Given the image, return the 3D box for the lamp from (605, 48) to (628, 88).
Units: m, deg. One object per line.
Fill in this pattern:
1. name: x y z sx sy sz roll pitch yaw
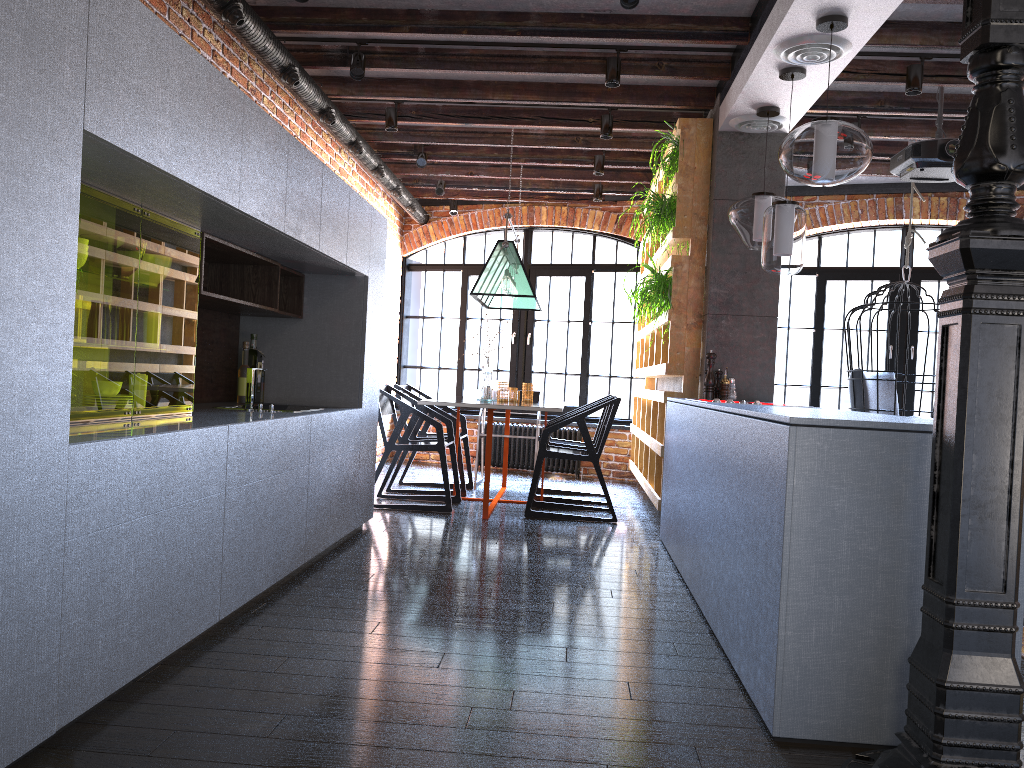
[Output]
1. lamp: 0.561 -1.717 4.807 0.082 0.184 0.116 2 1 -36

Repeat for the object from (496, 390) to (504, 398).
1. object: -0.088 0.086 6.590 0.060 0.073 0.060 3 1 35

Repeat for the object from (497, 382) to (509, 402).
1. object: -0.065 0.055 6.408 0.086 0.140 0.086 3 1 -23

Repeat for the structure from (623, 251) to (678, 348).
1. structure: 0.960 -0.510 5.586 0.422 0.620 0.570 3 1 23

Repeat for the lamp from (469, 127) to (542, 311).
1. lamp: 0.009 -1.233 6.629 0.465 1.267 1.258 3 1 4

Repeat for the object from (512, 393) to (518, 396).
1. object: 0.015 0.090 6.809 0.060 0.073 0.060 3 1 35

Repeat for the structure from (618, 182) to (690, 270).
1. structure: 0.940 -0.990 5.550 0.570 0.620 0.422 3 1 -27

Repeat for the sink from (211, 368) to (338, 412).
1. sink: -1.144 0.071 4.345 0.381 0.287 0.827 3 0 4

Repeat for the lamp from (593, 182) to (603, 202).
1. lamp: 0.774 -1.723 7.885 0.082 0.184 0.112 3 1 -28

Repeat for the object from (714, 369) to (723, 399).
1. object: 1.197 0.003 5.149 0.048 0.180 0.048 3 1 -13

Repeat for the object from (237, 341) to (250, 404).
1. object: -1.388 -0.059 4.605 0.063 0.323 0.063 2 1 -38

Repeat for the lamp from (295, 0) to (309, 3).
1. lamp: -0.914 -1.775 3.884 0.092 0.209 0.139 3 1 -12

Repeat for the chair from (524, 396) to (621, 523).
1. chair: 0.420 0.480 6.028 0.610 0.818 0.495 3 1 4

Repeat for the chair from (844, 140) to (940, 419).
1. chair: 2.745 -0.611 6.303 0.802 2.220 0.682 2 1 -41

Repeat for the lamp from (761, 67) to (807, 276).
1. lamp: 1.295 -0.993 4.174 0.194 0.955 0.198 3 1 34

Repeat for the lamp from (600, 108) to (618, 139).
1. lamp: 0.634 -1.719 5.843 0.082 0.184 0.113 3 1 -29

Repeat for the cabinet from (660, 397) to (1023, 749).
1. cabinet: 1.095 0.518 3.738 0.607 0.844 2.960 3 0 4

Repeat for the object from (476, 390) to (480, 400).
1. object: -0.237 0.079 6.551 0.060 0.073 0.060 3 1 35

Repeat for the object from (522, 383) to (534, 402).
1. object: 0.119 0.063 6.647 0.086 0.140 0.086 3 1 -6

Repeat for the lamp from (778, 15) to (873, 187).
1. lamp: 1.276 -1.136 3.586 0.364 0.665 0.364 3 1 -13

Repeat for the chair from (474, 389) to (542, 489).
1. chair: -0.022 0.449 7.450 0.495 0.818 0.610 3 1 4

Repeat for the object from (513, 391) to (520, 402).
1. object: 0.031 0.090 6.434 0.049 0.080 0.049 3 1 -12

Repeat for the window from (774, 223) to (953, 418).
1. window: 3.425 -0.447 7.782 3.292 2.233 0.177 3 1 21

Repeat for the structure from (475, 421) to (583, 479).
1. structure: 0.161 0.628 8.544 1.115 0.476 0.106 3 1 21

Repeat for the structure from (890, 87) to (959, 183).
1. structure: 2.412 -1.577 5.002 0.409 0.816 0.464 3 1 4

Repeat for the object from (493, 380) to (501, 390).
1. object: -0.115 0.011 6.726 0.060 0.073 0.060 3 1 -19

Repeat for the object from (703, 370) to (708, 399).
1. object: 1.134 0.000 5.139 0.048 0.180 0.048 2 1 -36

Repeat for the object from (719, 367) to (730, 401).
1. object: 1.225 -0.001 5.070 0.081 0.192 0.058 2 1 -45

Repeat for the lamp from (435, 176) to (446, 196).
1. lamp: -0.634 -1.785 7.950 0.093 0.206 0.160 3 1 1

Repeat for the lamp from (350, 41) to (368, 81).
1. lamp: -0.844 -1.776 4.891 0.093 0.210 0.148 3 1 -9

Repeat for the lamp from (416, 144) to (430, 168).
1. lamp: -0.700 -1.785 6.960 0.093 0.201 0.162 3 1 -3

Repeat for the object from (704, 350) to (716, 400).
1. object: 1.132 -0.051 5.066 0.061 0.283 0.061 3 1 18

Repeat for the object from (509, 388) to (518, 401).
1. object: 0.010 0.078 6.547 0.061 0.099 0.061 3 1 42

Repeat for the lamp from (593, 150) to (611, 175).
1. lamp: 0.697 -1.722 6.893 0.124 0.184 0.082 3 1 -12

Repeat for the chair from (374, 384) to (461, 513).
1. chair: -0.661 0.424 6.101 0.610 0.818 0.495 3 1 4

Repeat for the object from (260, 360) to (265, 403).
1. object: -1.367 -0.015 4.816 0.047 0.235 0.047 3 1 -9

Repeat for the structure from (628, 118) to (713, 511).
1. structure: 1.144 -0.417 6.769 0.206 2.381 2.829 3 0 4

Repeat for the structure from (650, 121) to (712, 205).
1. structure: 1.127 -1.347 5.549 0.570 0.620 0.422 3 1 -7

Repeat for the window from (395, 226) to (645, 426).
1. window: 0.120 -0.623 8.883 3.144 2.233 0.177 3 1 21

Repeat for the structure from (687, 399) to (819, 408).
1. structure: 1.150 0.105 4.333 0.504 0.057 0.763 3 0 4

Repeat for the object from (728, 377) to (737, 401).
1. object: 1.263 0.029 5.116 0.069 0.135 0.069 3 1 -16

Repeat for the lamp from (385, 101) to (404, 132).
1. lamp: -0.793 -1.790 5.924 0.123 0.189 0.083 3 1 38

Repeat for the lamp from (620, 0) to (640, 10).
1. lamp: 0.505 -1.701 3.785 0.093 0.210 0.145 3 1 -4

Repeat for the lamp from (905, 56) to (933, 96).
1. lamp: 2.155 -1.635 4.707 0.119 0.184 0.082 3 1 0

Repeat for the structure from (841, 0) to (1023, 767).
1. structure: 4.934 -0.060 3.066 8.514 2.394 0.481 3 1 -15

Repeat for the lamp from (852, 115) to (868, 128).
1. lamp: 2.224 -1.635 5.734 0.083 0.188 0.116 3 1 -33

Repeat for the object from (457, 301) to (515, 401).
1. object: -0.154 -0.234 6.246 0.443 0.708 0.194 3 1 19

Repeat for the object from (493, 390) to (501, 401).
1. object: -0.114 0.085 6.530 0.060 0.073 0.060 3 1 35

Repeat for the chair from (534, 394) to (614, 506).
1. chair: 0.474 0.478 6.820 0.610 0.818 0.495 3 1 4

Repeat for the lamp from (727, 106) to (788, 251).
1. lamp: 1.353 -1.097 4.753 0.367 0.747 0.367 3 1 -33

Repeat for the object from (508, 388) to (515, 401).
1. object: 0.006 0.078 6.632 0.061 0.099 0.061 3 1 11

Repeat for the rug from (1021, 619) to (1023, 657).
1. rug: 2.521 1.009 2.949 1.432 0.013 2.364 3 0 4

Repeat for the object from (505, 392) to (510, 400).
1. object: -0.046 0.087 6.748 0.060 0.073 0.060 3 1 -34

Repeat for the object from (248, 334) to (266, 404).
1. object: -1.372 -0.082 4.734 0.095 0.369 0.109 3 1 4

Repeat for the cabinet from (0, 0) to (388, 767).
1. cabinet: -1.275 -0.083 3.188 0.713 1.808 4.174 3 0 4

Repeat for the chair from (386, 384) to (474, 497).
1. chair: -0.608 0.422 6.893 0.610 0.818 0.495 3 1 4

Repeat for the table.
1. table: -0.094 0.493 6.465 0.905 0.737 1.887 3 0 4
